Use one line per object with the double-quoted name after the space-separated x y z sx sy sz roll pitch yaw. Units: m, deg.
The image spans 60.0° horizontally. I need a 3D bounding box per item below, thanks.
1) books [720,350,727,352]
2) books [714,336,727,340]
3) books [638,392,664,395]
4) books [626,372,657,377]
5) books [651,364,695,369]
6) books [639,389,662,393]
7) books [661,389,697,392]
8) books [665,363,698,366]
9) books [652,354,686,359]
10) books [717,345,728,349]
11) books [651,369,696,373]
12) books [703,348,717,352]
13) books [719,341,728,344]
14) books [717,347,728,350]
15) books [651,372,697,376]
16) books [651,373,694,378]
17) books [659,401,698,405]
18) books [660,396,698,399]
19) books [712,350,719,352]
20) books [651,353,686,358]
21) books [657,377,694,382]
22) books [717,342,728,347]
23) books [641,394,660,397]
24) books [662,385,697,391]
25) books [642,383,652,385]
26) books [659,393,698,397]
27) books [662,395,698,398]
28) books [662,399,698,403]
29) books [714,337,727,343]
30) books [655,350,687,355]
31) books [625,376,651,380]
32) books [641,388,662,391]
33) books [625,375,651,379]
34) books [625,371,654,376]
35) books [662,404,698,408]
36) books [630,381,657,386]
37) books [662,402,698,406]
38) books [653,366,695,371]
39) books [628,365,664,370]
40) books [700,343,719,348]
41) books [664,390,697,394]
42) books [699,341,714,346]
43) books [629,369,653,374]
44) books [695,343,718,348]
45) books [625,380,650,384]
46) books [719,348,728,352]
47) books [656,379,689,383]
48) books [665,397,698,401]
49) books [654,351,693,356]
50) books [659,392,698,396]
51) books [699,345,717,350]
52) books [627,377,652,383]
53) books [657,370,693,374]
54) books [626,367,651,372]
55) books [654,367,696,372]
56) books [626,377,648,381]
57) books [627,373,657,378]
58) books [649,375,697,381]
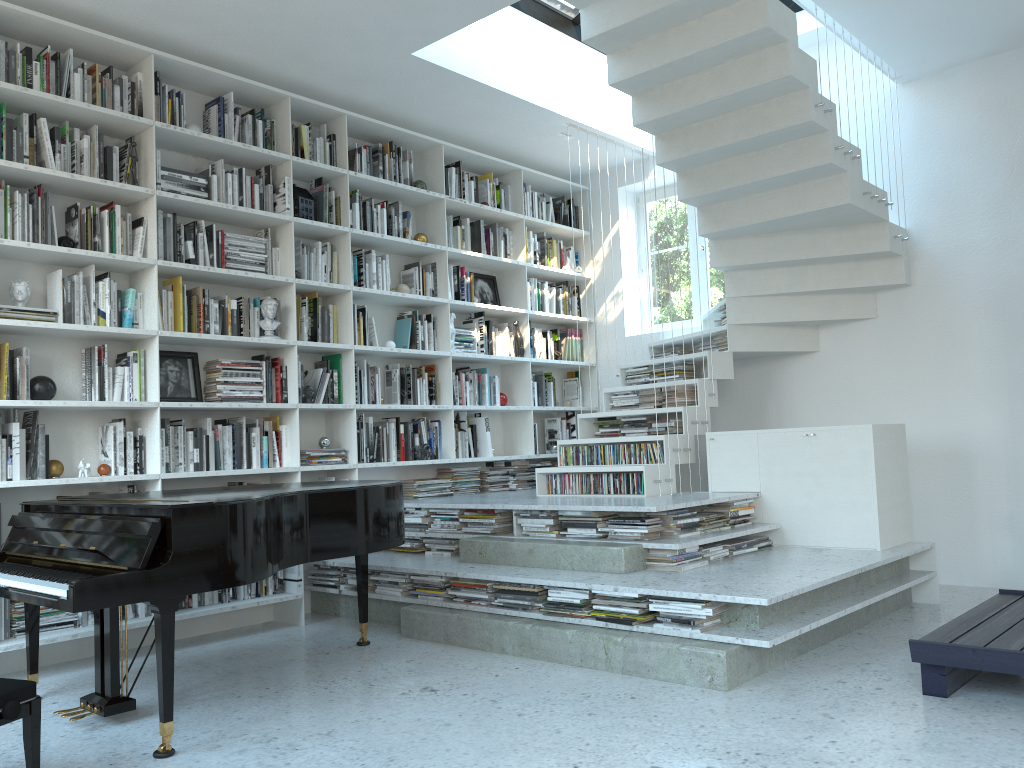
1.540 -0.220 6.026 0.260 0.009 0.153 -1 -4 -19 "books"
1.536 -0.313 6.032 0.290 0.006 0.149 -1 -4 -19 "books"
0.992 0.065 6.039 0.218 0.012 0.156 0 -5 -32 "books"
0.975 -0.068 6.401 0.162 0.008 0.290 0 -5 -29 "books"
1.116 -0.118 6.141 0.191 0.013 0.243 1 -5 -37 "books"
0.990 0.051 6.041 0.190 0.017 0.166 -7 -6 44 "books"
1.127 0.043 5.816 0.254 0.005 0.161 -1 -4 -16 "books"
1.137 -0.127 6.159 0.134 0.007 0.298 1 -5 -39 "books"
1.214 -0.204 6.693 0.169 0.010 0.283 0 -5 -33 "books"
1.541 -0.255 6.022 0.223 0.015 0.180 -1 -5 -24 "books"
1.121 -0.088 6.143 0.176 0.007 0.254 1 -6 -40 "books"
1.480 -0.242 6.268 0.141 0.022 0.230 0 -5 -25 "books"
1.535 -0.283 6.034 0.208 0.008 0.144 0 -5 -28 "books"
1.541 -0.243 6.023 0.241 0.008 0.168 -1 -4 -20 "books"
1.121 -0.066 6.141 0.187 0.009 0.261 1 -5 -38 "books"
1.115 -0.055 6.135 0.191 0.014 0.244 1 -5 -35 "books"
1.123 0.124 5.835 0.254 0.007 0.189 -1 -5 -21 "books"
1.129 0.090 5.811 0.295 0.006 0.146 -1 -4 -14 "books"
1.460 -0.222 6.258 0.175 0.017 0.265 -1 -4 -19 "books"
1.210 -0.213 6.691 0.184 0.006 0.262 1 -6 -42 "books"
1.140 -0.027 6.152 0.130 0.014 0.249 1 -5 -35 "books"
1.540 -0.271 6.024 0.238 0.018 0.173 -1 -5 -21 "books"
0.979 0.079 6.052 0.159 0.012 0.129 0 -5 -33 "books"
1.124 0.029 5.825 0.234 0.025 0.157 -2 -4 -11 "books"
0.993 0.011 6.406 0.146 0.014 0.211 0 -5 -33 "books"
1.128 0.072 5.812 0.295 0.007 0.146 -1 -4 -18 "books"
1.125 0.083 5.826 0.231 0.011 0.171 -2 -4 -12 "books"
1.126 0.114 5.823 0.222 0.011 0.180 -1 -4 -17 "books"
1.536 -0.299 6.020 0.262 0.023 0.200 -1 -5 -21 "books"
1.224 -0.236 6.704 0.160 0.008 0.239 1 -5 -39 "books"
0.974 -0.044 6.399 0.184 0.006 0.262 0 -5 -33 "books"
0.986 0.038 6.046 0.155 0.009 0.155 -6 -6 42 "books"
0.972 -0.050 6.398 0.170 0.006 0.268 1 -5 -37 "books"
0.974 -0.075 6.401 0.168 0.005 0.292 0 -5 -30 "books"
1.126 0.146 5.829 0.206 0.012 0.183 -1 -4 -21 "books"
0.986 -0.003 6.403 0.149 0.014 0.228 1 -5 -36 "books"
1.127 0.133 5.824 0.215 0.013 0.189 -1 -4 -16 "books"
1.123 -0.107 6.146 0.174 0.009 0.240 1 -5 -39 "books"
0.976 -0.116 6.406 0.165 0.014 0.236 0 -5 -31 "books"
1.471 -0.269 6.267 0.161 0.012 0.254 -1 -5 -24 "books"
1.123 0.055 5.830 0.184 0.016 0.179 -1 -4 -20 "books"
1.456 -0.288 6.262 0.182 0.016 0.199 0 -5 -27 "books"
0.991 -0.085 6.413 0.136 0.017 0.298 0 -5 -32 "books"
1.458 -0.278 6.262 0.192 0.006 0.299 -1 -5 -23 "books"
0.975 -0.014 6.397 0.176 0.009 0.275 1 -5 -35 "books"
1.533 -0.230 6.042 0.210 0.015 0.130 -1 -5 -21 "books"
1.140 -0.014 6.151 0.136 0.013 0.258 1 -5 -36 "books"
1.130 0.100 5.810 0.214 0.014 0.138 -1 -4 -21 "books"
1.220 -0.224 6.700 0.150 0.017 0.288 0 -5 -33 "books"
1.128 0.065 5.813 0.295 0.007 0.146 -1 -4 -14 "books"
1.460 -0.258 6.261 0.170 0.010 0.233 0 -5 -28 "books"
0.975 -0.027 6.398 0.166 0.018 0.264 0 -5 -29 "books"
1.130 -0.078 6.148 0.154 0.014 0.197 1 -5 -35 "books"
0.968 -0.102 6.400 0.190 0.015 0.230 0 -5 -34 "books"
1.131 -0.097 6.152 0.144 0.011 0.257 1 -6 -41 "books"
0.982 -0.038 6.403 0.152 0.005 0.293 1 -5 -36 "books"
0.973 -0.058 6.399 0.171 0.011 0.232 1 -5 -37 "books"
1.116 -0.041 6.135 0.182 0.013 0.287 0 -5 -34 "books"
